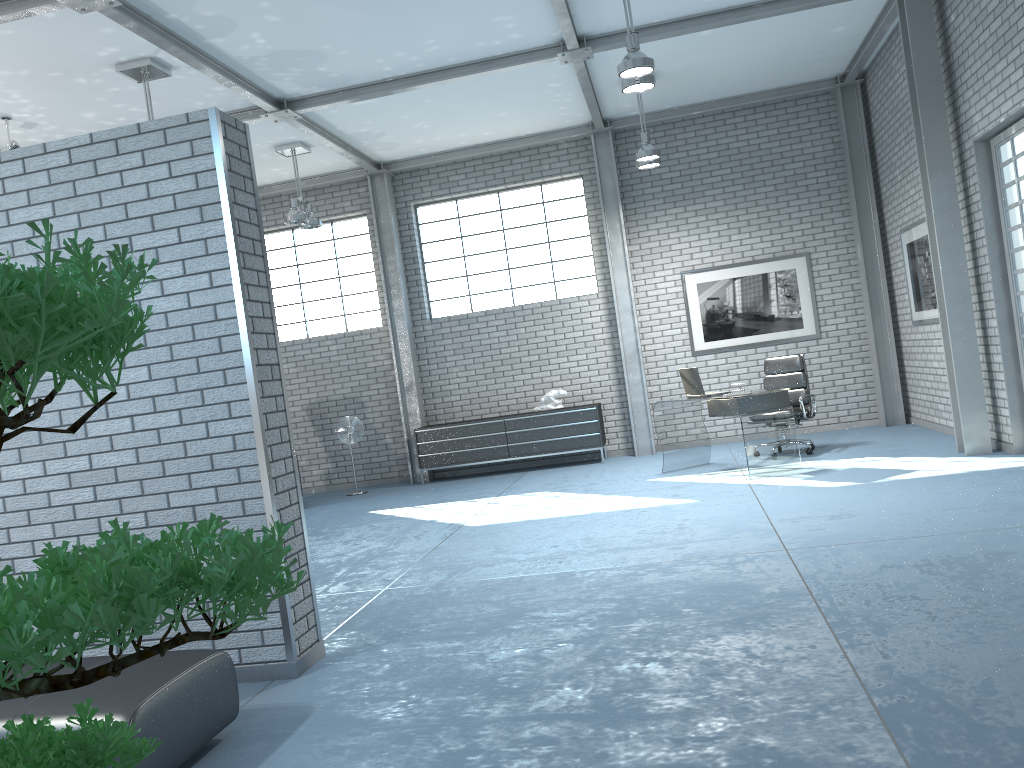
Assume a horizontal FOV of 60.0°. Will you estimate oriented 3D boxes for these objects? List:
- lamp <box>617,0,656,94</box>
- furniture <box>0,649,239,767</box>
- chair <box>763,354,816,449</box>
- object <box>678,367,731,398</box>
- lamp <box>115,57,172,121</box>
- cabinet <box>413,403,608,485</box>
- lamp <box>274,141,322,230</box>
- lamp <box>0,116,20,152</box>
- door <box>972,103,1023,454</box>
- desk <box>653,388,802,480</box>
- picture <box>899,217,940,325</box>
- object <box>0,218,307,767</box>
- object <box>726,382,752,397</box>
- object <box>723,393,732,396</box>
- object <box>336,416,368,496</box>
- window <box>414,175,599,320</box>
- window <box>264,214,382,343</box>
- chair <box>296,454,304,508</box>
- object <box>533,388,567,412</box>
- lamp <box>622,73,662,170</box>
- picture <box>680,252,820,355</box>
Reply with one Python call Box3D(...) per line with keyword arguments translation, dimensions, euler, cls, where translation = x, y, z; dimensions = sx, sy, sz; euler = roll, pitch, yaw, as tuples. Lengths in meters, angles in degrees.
Box3D(translation=(0.839, -2.599, 6.342), dimensions=(0.300, 0.872, 0.639), euler=(-8, 1, 11), cls="lamp")
Box3D(translation=(-1.711, 1.192, 3.122), dimensions=(1.291, 0.301, 0.685), euler=(-8, 1, 11), cls="furniture")
Box3D(translation=(2.668, 0.224, 8.857), dimensions=(0.614, 0.977, 0.629), euler=(-7, 1, 40), cls="chair")
Box3D(translation=(1.815, -0.028, 8.363), dimensions=(0.320, 0.288, 0.380), euler=(-8, 1, -14), cls="object")
Box3D(translation=(-2.862, -2.087, 7.037), dimensions=(0.300, 0.872, 0.639), euler=(-8, 1, 11), cls="lamp")
Box3D(translation=(-0.007, 0.727, 10.801), dimensions=(2.250, 0.682, 0.510), euler=(-8, 1, 11), cls="cabinet")
Box3D(translation=(-2.359, -2.188, 9.789), dimensions=(0.300, 0.872, 0.639), euler=(-8, 1, 11), cls="lamp")
Box3D(translation=(-4.409, -2.150, 7.742), dimensions=(0.167, 0.332, 0.137), euler=(-8, 1, 1), cls="lamp")
Box3D(translation=(3.742, -0.664, 5.882), dimensions=(0.300, 2.500, 2.200), euler=(-8, 1, 11), cls="door")
Box3D(translation=(1.976, 0.458, 8.308), dimensions=(0.593, 0.718, 1.358), euler=(-8, 1, -24), cls="desk")
Box3D(translation=(4.035, -1.094, 8.633), dimensions=(0.020, 1.015, 1.490), euler=(-8, 1, 11), cls="picture")
Box3D(translation=(-0.241, 0.532, 0.378), dimensions=(0.586, 1.362, 1.032), euler=(-8, 1, -30), cls="object")
Box3D(translation=(1.988, 0.048, 7.784), dimensions=(0.200, 0.102, 0.100), euler=(-8, 1, 35), cls="object")
Box3D(translation=(1.950, 0.097, 8.023), dimensions=(0.044, 0.010, 0.107), euler=(-7, 1, 43), cls="object")
Box3D(translation=(-1.949, 0.862, 10.775), dimensions=(0.342, 0.954, 0.258), euler=(-8, 1, -24), cls="object")
Box3D(translation=(-0.071, -1.702, 11.220), dimensions=(2.200, 1.500, 0.100), euler=(-8, 1, 11), cls="window")
Box3D(translation=(-2.798, -1.324, 11.732), dimensions=(2.200, 1.500, 0.100), euler=(-8, 1, 11), cls="window")
Box3D(translation=(-2.868, 0.924, 10.266), dimensions=(0.763, 1.099, 0.940), euler=(-8, 1, -14), cls="chair")
Box3D(translation=(0.459, 0.196, 10.694), dimensions=(0.496, 0.244, 0.151), euler=(-8, 1, 35), cls="object")
Box3D(translation=(1.342, -2.700, 9.094), dimensions=(0.300, 0.872, 0.639), euler=(-8, 1, 11), cls="lamp")
Box3D(translation=(2.813, -0.943, 10.507), dimensions=(1.490, 1.015, 0.020), euler=(-8, 1, 11), cls="picture")
